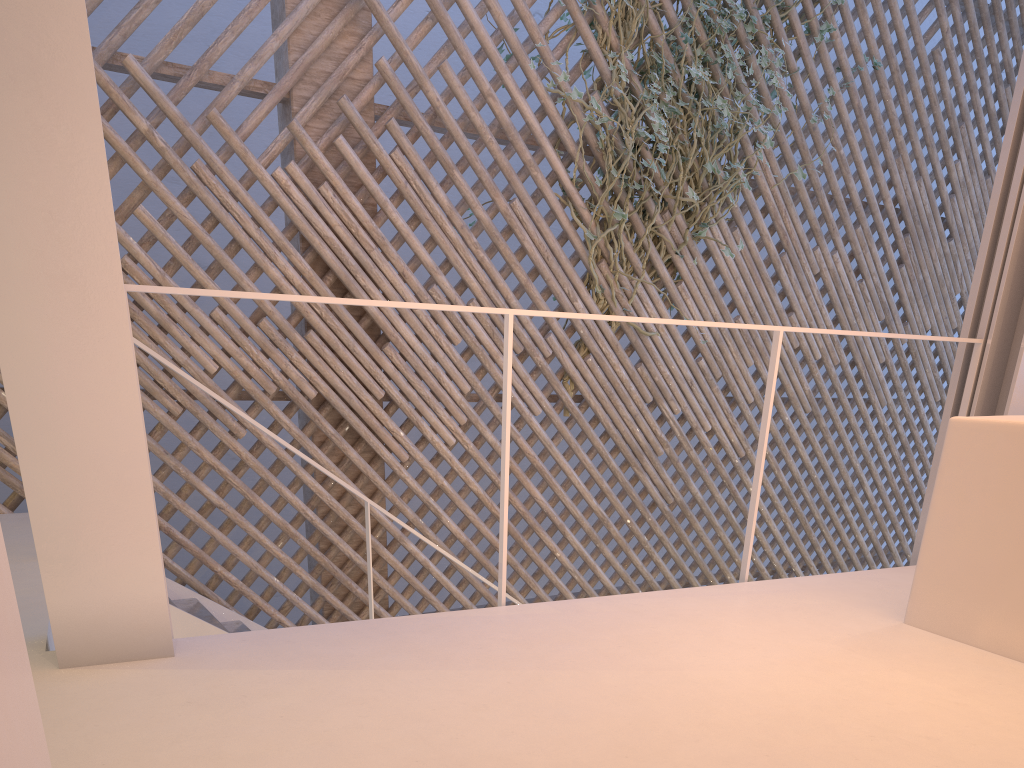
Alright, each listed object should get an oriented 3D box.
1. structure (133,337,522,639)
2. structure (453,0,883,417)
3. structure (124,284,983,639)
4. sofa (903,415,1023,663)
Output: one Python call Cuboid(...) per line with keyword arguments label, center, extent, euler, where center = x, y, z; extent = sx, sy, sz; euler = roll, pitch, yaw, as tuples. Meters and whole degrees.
Cuboid(label="structure", center=(-0.214, 0.877, 2.379), extent=(1.929, 2.150, 1.085), euler=(-5, 17, -30))
Cuboid(label="structure", center=(0.807, -1.273, 2.917), extent=(2.313, 2.982, 0.675), euler=(-6, 20, -31))
Cuboid(label="structure", center=(0.244, 0.178, 1.539), extent=(1.690, 0.619, 0.025), euler=(0, 19, -24))
Cuboid(label="sofa", center=(1.255, 0.261, 1.403), extent=(0.977, 0.406, 0.461), euler=(0, 9, -25))
